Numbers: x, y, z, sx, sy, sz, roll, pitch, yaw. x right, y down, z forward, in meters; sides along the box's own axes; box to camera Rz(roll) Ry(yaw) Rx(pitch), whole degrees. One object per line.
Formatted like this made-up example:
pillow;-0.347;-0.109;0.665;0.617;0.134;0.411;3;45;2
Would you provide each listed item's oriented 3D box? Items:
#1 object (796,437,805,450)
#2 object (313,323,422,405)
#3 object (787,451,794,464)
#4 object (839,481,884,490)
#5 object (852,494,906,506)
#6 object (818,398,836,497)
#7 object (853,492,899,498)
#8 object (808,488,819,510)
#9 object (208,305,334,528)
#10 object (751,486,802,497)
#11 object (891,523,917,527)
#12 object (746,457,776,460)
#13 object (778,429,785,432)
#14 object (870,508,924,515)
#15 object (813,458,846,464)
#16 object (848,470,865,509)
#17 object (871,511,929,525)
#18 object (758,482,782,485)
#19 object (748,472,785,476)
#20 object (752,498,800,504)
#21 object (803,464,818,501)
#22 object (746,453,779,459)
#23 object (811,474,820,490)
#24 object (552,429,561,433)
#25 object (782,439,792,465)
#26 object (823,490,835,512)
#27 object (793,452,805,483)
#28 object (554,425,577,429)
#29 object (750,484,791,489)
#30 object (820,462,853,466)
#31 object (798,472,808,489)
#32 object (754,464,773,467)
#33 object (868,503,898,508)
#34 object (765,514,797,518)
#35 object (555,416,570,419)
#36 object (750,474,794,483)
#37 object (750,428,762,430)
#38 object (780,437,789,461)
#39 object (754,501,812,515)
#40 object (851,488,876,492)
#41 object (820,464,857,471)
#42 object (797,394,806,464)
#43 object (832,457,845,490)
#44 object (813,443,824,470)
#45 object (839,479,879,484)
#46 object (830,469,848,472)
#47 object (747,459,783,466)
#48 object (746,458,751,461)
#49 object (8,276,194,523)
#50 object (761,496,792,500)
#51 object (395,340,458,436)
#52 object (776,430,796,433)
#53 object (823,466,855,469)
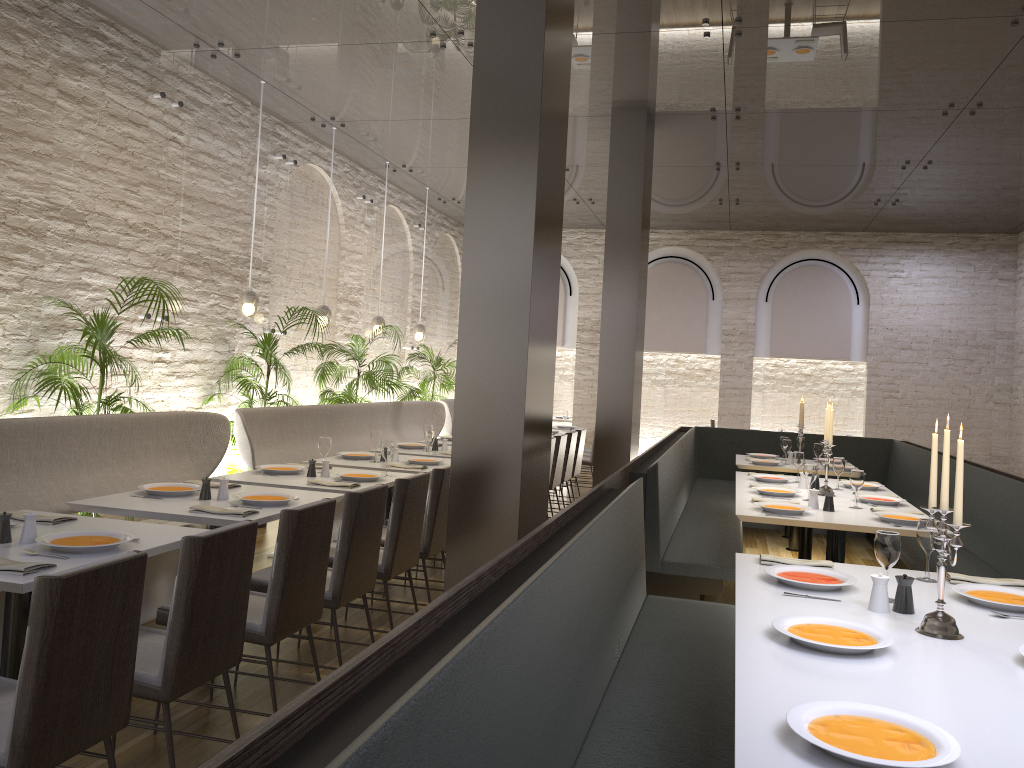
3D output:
object;2.875;0.645;8.830;0.086;0.231;0.086;4;-2;-16
object;-1.694;0.287;9.737;1.143;1.977;1.188;4;-1;-35
object;2.622;0.694;8.334;0.068;0.127;0.069;4;-1;-34
object;2.570;0.753;6.524;0.322;0.036;0.321;3;1;10
object;2.361;0.750;5.700;0.322;0.036;0.321;3;1;34
object;2.127;0.421;5.970;0.131;0.657;0.389;2;-1;25
object;2.471;0.760;6.026;0.273;0.033;0.142;3;1;14
object;1.791;0.682;5.260;0.069;0.127;0.068;2;-2;37
object;-2.184;0.281;7.789;1.146;1.977;1.186;2;-2;45
object;1.747;0.715;5.859;0.322;0.036;0.321;3;1;34
object;2.108;0.755;4.713;0.181;0.015;0.038;3;0;16
object;2.402;0.729;8.555;0.273;0.033;0.142;3;1;14
object;3.145;0.643;10.345;0.086;0.231;0.086;2;-2;44
object;2.269;0.757;5.228;0.273;0.033;0.142;3;1;14
object;3.118;0.759;8.691;0.321;0.036;0.322;3;1;-27
object;2.096;0.640;5.389;0.086;0.231;0.086;4;-2;-34
object;2.159;0.748;4.899;0.321;0.036;0.321;3;1;-10
object;1.896;0.727;6.479;0.185;0.010;0.017;3;0;14
object;2.015;0.724;7.028;0.273;0.033;0.142;3;1;14
object;1.603;0.720;5.398;0.273;0.033;0.142;3;1;14
object;1.893;0.626;5.631;0.086;0.231;0.086;3;-2;14
object;2.504;0.724;8.849;0.322;0.036;0.321;3;1;10
object;2.153;0.690;6.285;0.069;0.127;0.068;3;-1;8
object;0.460;0.590;11.015;0.321;0.036;0.322;3;1;-38
object;2.555;0.634;8.250;0.086;0.231;0.086;4;-2;-40
object;1.858;0.686;5.192;0.068;0.127;0.069;4;-2;-44
object;2.163;0.629;6.697;0.086;0.231;0.086;2;-2;26
object;0.740;0.593;12.119;0.321;0.036;0.322;3;1;-38
object;1.805;0.722;6.195;0.273;0.033;0.142;3;1;14
object;3.066;0.766;8.379;0.273;0.033;0.142;3;1;14
object;2.074;0.686;6.309;0.069;0.127;0.068;3;-1;8
object;2.262;0.731;7.928;0.185;0.010;0.017;3;0;14
object;2.309;0.757;5.511;0.181;0.015;0.038;3;0;16
object;1.483;0.722;4.849;0.185;0.010;0.017;3;0;14
object;0.858;0.568;15.051;0.321;0.036;0.322;3;1;-41
object;1.956;0.718;6.683;0.322;0.036;0.321;3;1;10
object;3.861;0.739;14.286;0.321;0.036;0.322;3;1;-41
object;2.667;0.635;8.690;0.086;0.231;0.086;4;-2;-40
object;1.545;0.713;5.058;0.321;0.036;0.321;3;1;12
object;2.520;0.760;6.343;0.181;0.015;0.038;3;0;16
object;2.935;0.757;7.968;0.321;0.036;0.321;3;1;-10
object;2.748;0.428;8.425;0.131;0.657;0.389;2;-1;25
object;2.340;0.643;6.355;0.086;0.231;0.086;2;-2;26
object;2.733;0.647;7.908;0.086;0.231;0.086;4;-2;-40
object;2.682;0.762;6.858;0.273;0.033;0.142;3;1;14
object;2.887;0.764;7.793;0.181;0.015;0.038;3;0;16
object;2.321;0.722;8.126;0.321;0.036;0.321;3;1;-10
object;2.364;0.728;8.405;0.273;0.033;0.142;3;1;14
object;-2.702;0.275;5.743;1.146;1.977;1.186;2;-2;45
object;1.685;0.725;5.647;0.185;0.010;0.017;3;0;14
object;-1.075;0.294;12.119;1.145;1.977;1.187;3;-1;-5
object;4.380;0.768;14.151;0.321;0.036;0.322;3;1;-41
object;3.029;0.766;8.229;0.273;0.033;0.142;3;1;14
